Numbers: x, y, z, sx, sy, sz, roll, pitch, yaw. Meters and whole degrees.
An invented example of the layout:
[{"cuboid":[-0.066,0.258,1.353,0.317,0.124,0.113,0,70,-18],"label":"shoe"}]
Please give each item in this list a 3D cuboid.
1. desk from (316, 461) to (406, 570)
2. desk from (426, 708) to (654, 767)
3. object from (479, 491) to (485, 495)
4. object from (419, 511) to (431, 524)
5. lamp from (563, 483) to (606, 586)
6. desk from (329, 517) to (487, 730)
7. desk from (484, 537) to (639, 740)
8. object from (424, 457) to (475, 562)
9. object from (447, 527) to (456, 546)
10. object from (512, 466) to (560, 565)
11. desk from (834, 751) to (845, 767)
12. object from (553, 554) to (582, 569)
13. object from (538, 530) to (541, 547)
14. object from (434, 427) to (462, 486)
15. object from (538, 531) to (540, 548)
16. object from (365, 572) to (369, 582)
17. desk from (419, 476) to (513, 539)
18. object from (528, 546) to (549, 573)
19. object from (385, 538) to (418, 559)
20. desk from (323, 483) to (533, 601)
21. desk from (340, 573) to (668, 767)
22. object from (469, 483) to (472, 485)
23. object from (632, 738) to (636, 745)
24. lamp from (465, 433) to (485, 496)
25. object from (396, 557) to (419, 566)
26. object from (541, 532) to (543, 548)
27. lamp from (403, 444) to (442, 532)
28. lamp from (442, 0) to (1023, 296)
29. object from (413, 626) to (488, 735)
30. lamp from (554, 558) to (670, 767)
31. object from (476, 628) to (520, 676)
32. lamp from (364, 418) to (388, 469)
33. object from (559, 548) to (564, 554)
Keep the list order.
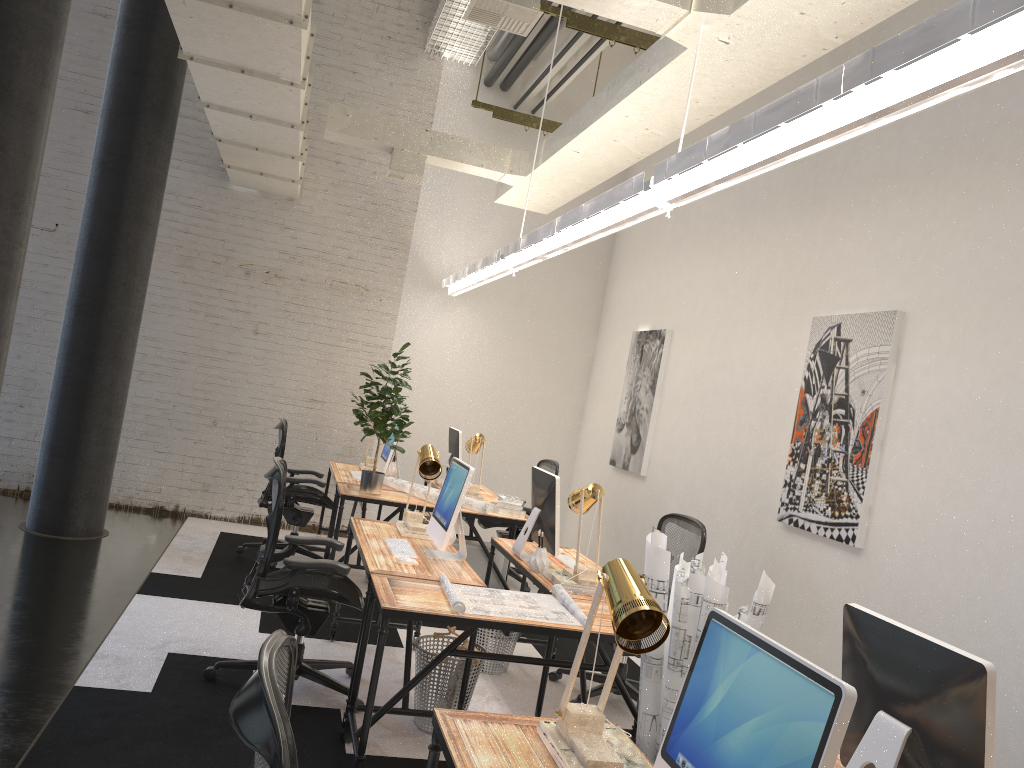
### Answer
[{"cuboid":[-1.241,1.092,7.133,0.530,0.724,1.400,10,-1,-14],"label":"desk"},{"cuboid":[0.144,1.276,1.734,0.530,0.724,1.400,10,-1,-14],"label":"desk"},{"cuboid":[-0.331,0.884,7.451,0.119,0.017,0.438,10,-1,-14],"label":"object"},{"cuboid":[-0.757,1.337,7.730,0.353,0.435,0.358,10,0,-17],"label":"object"},{"cuboid":[0.356,0.714,4.356,0.128,0.470,0.344,10,0,-14],"label":"lamp"},{"cuboid":[-0.586,1.190,4.535,0.530,0.724,1.400,10,-1,-14],"label":"desk"},{"cuboid":[0.224,1.339,4.732,0.530,0.724,1.400,10,-1,-14],"label":"desk"},{"cuboid":[-0.295,0.627,4.443,0.190,0.485,0.483,10,0,-14],"label":"object"},{"cuboid":[-0.350,0.805,4.786,0.101,0.127,0.101,10,0,31],"label":"object"},{"cuboid":[0.148,0.713,4.825,0.190,0.485,0.483,10,0,-14],"label":"object"},{"cuboid":[0.954,1.425,1.931,0.530,0.724,1.400,10,-1,-14],"label":"desk"},{"cuboid":[0.325,0.982,4.853,0.119,0.017,0.438,10,-1,-14],"label":"object"},{"cuboid":[0.136,0.845,4.494,0.008,0.207,0.054,10,0,-31],"label":"object"},{"cuboid":[-0.508,0.615,7.423,0.190,0.485,0.483,10,0,-14],"label":"object"},{"cuboid":[0.138,0.846,4.470,0.054,0.207,0.008,10,0,-27],"label":"object"},{"cuboid":[-0.967,1.283,6.732,0.353,0.435,0.358,10,0,-17],"label":"object"},{"cuboid":[-0.431,1.241,7.330,0.530,0.724,1.400,10,-1,-14],"label":"desk"},{"cuboid":[0.139,0.888,4.482,0.101,0.127,0.101,10,0,31],"label":"object"},{"cuboid":[-0.555,0.817,4.415,0.119,0.017,0.438,10,-1,-14],"label":"object"},{"cuboid":[-0.600,1.194,6.290,1.402,0.724,0.529,10,0,-14],"label":"desk"},{"cuboid":[0.055,1.292,3.692,1.402,0.724,0.529,10,0,-14],"label":"desk"},{"cuboid":[-0.400,0.870,7.771,0.106,0.029,0.059,10,-1,-13],"label":"object"},{"cuboid":[0.571,1.556,3.244,0.353,0.398,0.353,10,-1,31],"label":"object"},{"cuboid":[-0.299,0.616,6.954,0.126,0.470,0.344,10,0,-14],"label":"lamp"},{"cuboid":[-0.483,0.818,4.094,0.106,0.029,0.059,10,-1,-13],"label":"object"},{"cuboid":[0.150,0.847,4.469,0.008,0.207,0.054,10,0,41],"label":"object"},{"cuboid":[-0.493,0.570,4.913,0.128,0.470,0.344,10,0,-14],"label":"lamp"},{"cuboid":[0.556,-2.077,4.600,0.226,2.864,7.298,10,-1,-14],"label":"lamp"},{"cuboid":[-0.312,1.381,4.135,0.353,0.435,0.358,10,0,-17],"label":"object"},{"cuboid":[0.236,0.656,2.111,0.126,0.470,0.344,10,0,-14],"label":"lamp"},{"cuboid":[-0.102,1.435,5.133,0.353,0.435,0.358,10,0,-17],"label":"object"},{"cuboid":[-1.149,0.472,7.510,0.126,0.470,0.344,10,0,-14],"label":"lamp"},{"cuboid":[0.255,0.968,5.173,0.106,0.029,0.059,10,-1,-13],"label":"object"}]
